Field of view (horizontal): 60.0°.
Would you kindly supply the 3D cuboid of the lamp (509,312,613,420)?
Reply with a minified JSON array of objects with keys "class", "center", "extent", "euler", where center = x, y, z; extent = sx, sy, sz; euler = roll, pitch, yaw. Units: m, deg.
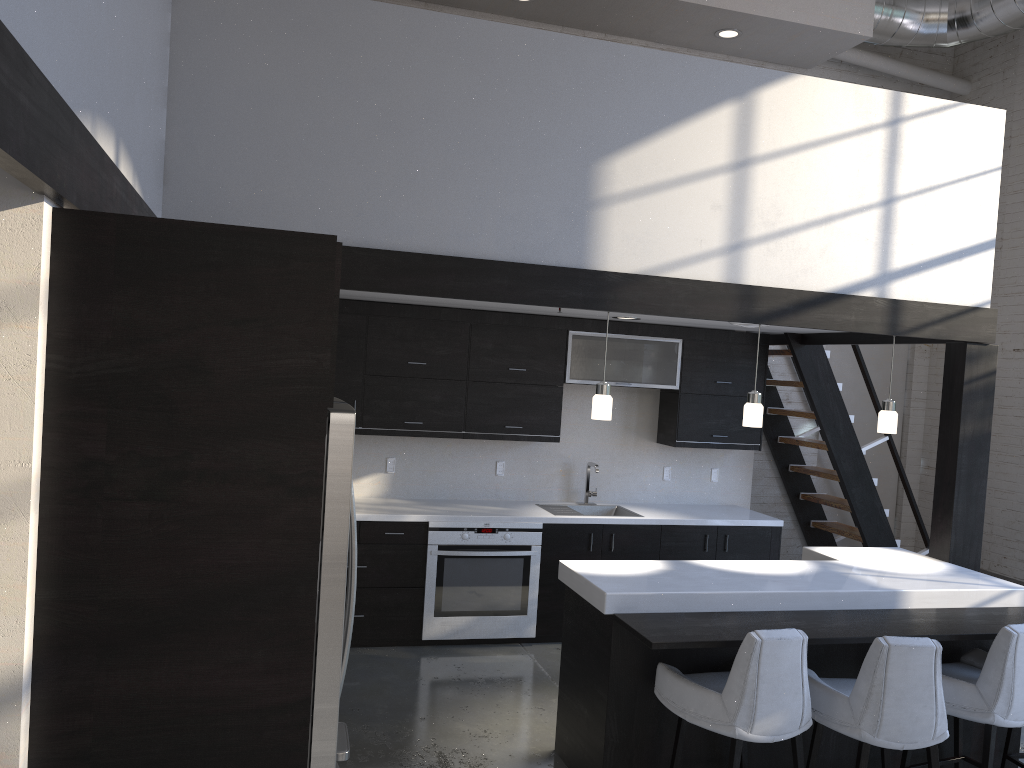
[{"class":"lamp","center":[0.267,-0.163,5.365],"extent":[0.124,0.624,1.951],"euler":[3,1,-13]}]

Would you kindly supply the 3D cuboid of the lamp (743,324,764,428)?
[{"class":"lamp","center":[1.296,-0.084,4.698],"extent":[0.100,0.624,0.100],"euler":[3,2,-10]}]

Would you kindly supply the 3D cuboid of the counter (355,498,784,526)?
[{"class":"counter","center":[0.029,0.925,5.828],"extent":[4.239,0.045,1.708],"euler":[3,1,-16]}]

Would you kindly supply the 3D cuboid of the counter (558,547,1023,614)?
[{"class":"counter","center":[1.367,0.988,4.583],"extent":[2.293,0.095,0.976],"euler":[3,1,-16]}]

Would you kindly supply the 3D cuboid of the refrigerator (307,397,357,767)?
[{"class":"refrigerator","center":[-0.875,0.920,2.499],"extent":[0.821,1.773,0.852],"euler":[3,2,-16]}]

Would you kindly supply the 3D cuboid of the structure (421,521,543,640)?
[{"class":"structure","center":[-0.290,1.306,6.294],"extent":[0.784,0.790,0.782],"euler":[3,2,-16]}]

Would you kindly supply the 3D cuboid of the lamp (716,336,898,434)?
[{"class":"lamp","center":[1.874,-0.070,5.821],"extent":[0.124,0.624,1.947],"euler":[3,1,-15]}]

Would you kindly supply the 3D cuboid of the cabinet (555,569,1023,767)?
[{"class":"cabinet","center":[1.621,1.505,4.477],"extent":[2.692,0.911,1.369],"euler":[3,1,-16]}]

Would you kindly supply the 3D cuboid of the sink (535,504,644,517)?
[{"class":"sink","center":[0.555,1.004,6.469],"extent":[0.677,0.168,0.474],"euler":[3,1,-16]}]

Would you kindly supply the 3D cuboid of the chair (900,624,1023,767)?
[{"class":"chair","center":[2.083,1.509,3.987],"extent":[0.579,0.985,0.501],"euler":[3,2,-24]}]

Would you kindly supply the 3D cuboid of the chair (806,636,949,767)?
[{"class":"chair","center":[1.506,1.478,3.684],"extent":[0.579,0.985,0.501],"euler":[3,2,-4]}]

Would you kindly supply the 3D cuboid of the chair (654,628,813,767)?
[{"class":"chair","center":[0.940,1.443,3.663],"extent":[0.579,0.985,0.501],"euler":[3,2,-19]}]

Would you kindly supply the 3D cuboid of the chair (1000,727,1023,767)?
[{"class":"chair","center":[2.649,1.541,4.153],"extent":[0.579,0.985,0.501],"euler":[3,2,-9]}]

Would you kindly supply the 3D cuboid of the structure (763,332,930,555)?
[{"class":"structure","center":[2.631,0.369,7.313],"extent":[1.663,3.188,0.928],"euler":[3,2,-16]}]

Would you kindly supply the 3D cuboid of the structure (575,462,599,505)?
[{"class":"structure","center":[0.597,0.758,6.682],"extent":[0.149,0.328,0.224],"euler":[3,2,-16]}]

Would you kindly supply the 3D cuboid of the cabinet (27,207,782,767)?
[{"class":"cabinet","center":[0.383,0.719,4.605],"extent":[4.232,2.316,4.272],"euler":[3,1,-16]}]
